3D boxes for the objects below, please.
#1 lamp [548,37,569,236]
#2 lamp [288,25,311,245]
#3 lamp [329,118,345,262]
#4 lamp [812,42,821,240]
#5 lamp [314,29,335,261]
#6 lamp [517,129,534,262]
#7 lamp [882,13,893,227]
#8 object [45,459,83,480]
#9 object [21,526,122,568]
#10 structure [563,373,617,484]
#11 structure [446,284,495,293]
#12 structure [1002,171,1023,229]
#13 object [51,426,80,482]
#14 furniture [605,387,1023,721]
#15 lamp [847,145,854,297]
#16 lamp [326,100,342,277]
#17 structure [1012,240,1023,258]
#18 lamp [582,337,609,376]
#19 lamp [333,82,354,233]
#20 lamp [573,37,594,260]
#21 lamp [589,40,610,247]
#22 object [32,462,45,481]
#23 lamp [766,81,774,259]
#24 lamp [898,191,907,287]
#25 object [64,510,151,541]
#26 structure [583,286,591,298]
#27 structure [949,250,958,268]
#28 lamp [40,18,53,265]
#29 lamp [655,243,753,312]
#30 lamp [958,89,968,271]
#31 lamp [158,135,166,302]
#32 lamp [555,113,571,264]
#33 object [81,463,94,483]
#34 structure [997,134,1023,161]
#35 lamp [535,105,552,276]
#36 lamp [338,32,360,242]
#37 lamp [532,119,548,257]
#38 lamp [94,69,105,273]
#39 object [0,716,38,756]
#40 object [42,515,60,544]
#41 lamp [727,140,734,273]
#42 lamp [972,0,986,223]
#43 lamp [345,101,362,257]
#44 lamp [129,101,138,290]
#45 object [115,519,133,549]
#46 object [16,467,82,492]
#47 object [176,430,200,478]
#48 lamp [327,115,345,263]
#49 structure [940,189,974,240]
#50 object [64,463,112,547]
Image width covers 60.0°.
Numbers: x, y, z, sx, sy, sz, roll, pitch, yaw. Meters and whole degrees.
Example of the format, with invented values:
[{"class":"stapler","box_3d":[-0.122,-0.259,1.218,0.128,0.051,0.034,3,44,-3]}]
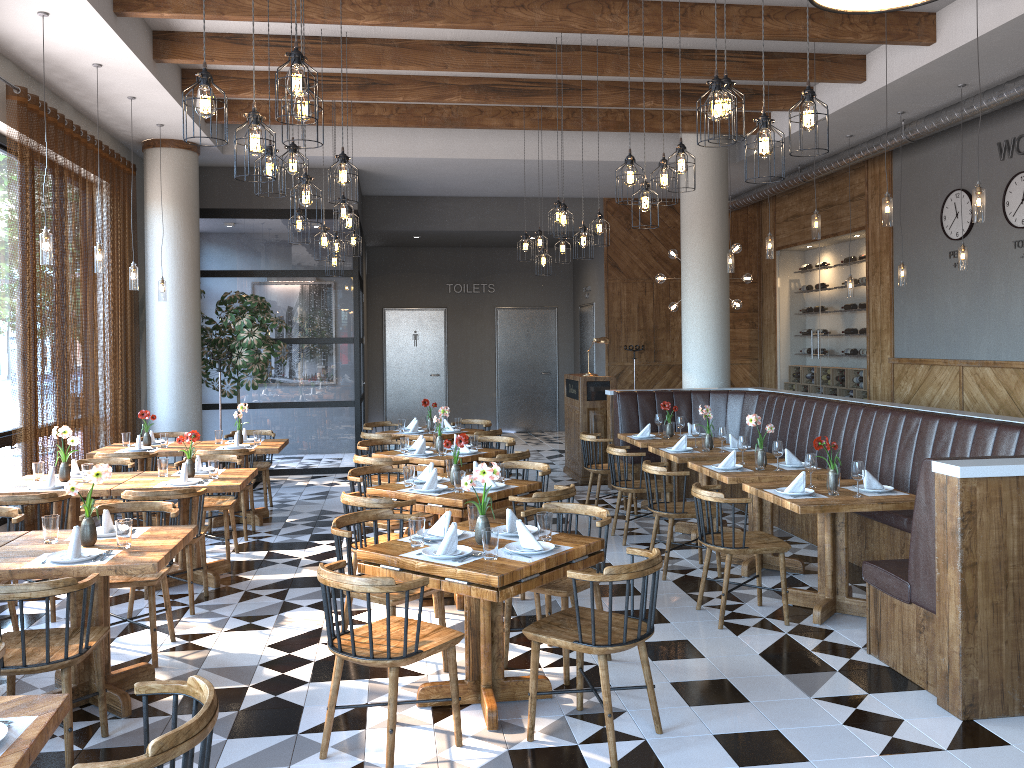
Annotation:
[{"class":"lamp","box_3d":[0.408,-2.377,7.957,0.175,2.070,0.175,-1,0,-25]},{"class":"lamp","box_3d":[-1.824,-2.231,7.553,0.175,2.070,0.175,0,0,43]},{"class":"lamp","box_3d":[-1.934,-2.377,9.728,0.175,2.070,0.175,-1,0,-6]},{"class":"lamp","box_3d":[2.742,-2.291,8.008,0.078,1.963,0.078,-1,0,27]},{"class":"lamp","box_3d":[-1.638,-2.108,7.676,0.175,2.070,0.175,-1,0,-13]},{"class":"lamp","box_3d":[0.141,-2.409,9.884,0.175,2.070,0.175,-1,0,25]},{"class":"lamp","box_3d":[2.900,-2.205,6.862,0.078,1.963,0.078,-1,0,11]},{"class":"object","box_3d":[-3.272,0.624,6.650,0.352,0.137,0.272,-1,2,-8]},{"class":"object","box_3d":[-2.013,0.732,4.067,0.352,0.137,0.272,-1,2,-8]},{"class":"structure","box_3d":[1.061,0.534,11.272,0.645,1.300,1.046,-1,1,-8]},{"class":"structure","box_3d":[-0.783,-1.807,16.746,0.916,0.166,0.035,-1,0,-8]},{"class":"structure","box_3d":[5.038,-1.813,8.725,0.046,0.560,0.561,-1,2,-8]},{"class":"object","box_3d":[-3.231,0.503,6.418,0.206,0.400,0.146,-1,1,-4]},{"class":"furniture","box_3d":[2.509,0.778,7.360,1.917,1.149,6.593,-1,3,-8]},{"class":"lamp","box_3d":[3.918,-1.990,10.277,0.078,1.963,0.078,-1,0,24]},{"class":"lamp","box_3d":[-1.917,-2.193,9.514,0.175,2.070,0.175,-1,0,5]},{"class":"structure","box_3d":[5.058,-1.325,8.716,0.021,0.199,0.369,-1,2,-8]},{"class":"lamp","box_3d":[1.030,-0.206,10.989,0.445,0.756,0.170,-1,1,-33]},{"class":"lamp","box_3d":[-1.447,-2.335,7.547,0.175,2.070,0.175,-1,0,-13]},{"class":"lamp","box_3d":[0.625,-2.145,7.871,0.175,2.070,0.175,-1,0,-25]},{"class":"lamp","box_3d":[0.781,-2.285,8.026,0.175,2.070,0.175,0,0,32]},{"class":"object","box_3d":[-3.449,0.638,6.453,0.080,0.132,0.080,0,1,27]},{"class":"lamp","box_3d":[2.608,-2.252,8.988,0.078,1.963,0.078,-1,0,-22]},{"class":"lamp","box_3d":[4.060,-2.001,9.235,0.078,1.963,0.078,-1,0,-22]},{"class":"object","box_3d":[-2.092,0.708,4.594,0.352,0.137,0.272,-1,2,-8]},{"class":"structure","box_3d":[1.339,-1.638,15.790,0.025,0.197,0.566,-1,2,-8]},{"class":"structure","box_3d":[4.915,-1.373,9.752,0.021,0.197,0.306,-1,2,-8]},{"class":"lamp","box_3d":[-3.280,-1.819,6.215,0.078,1.963,0.078,-1,0,0]},{"class":"lamp","box_3d":[2.756,-1.887,12.723,1.186,2.191,1.162,0,1,43]},{"class":"lamp","box_3d":[4.194,-2.040,8.256,0.078,1.963,0.078,-1,0,27]},{"class":"lamp","box_3d":[-3.715,-1.856,9.382,0.078,1.963,0.078,-1,0,24]},{"class":"lamp","box_3d":[0.547,-2.364,9.726,0.175,2.070,0.175,-1,0,2]},{"class":"object","box_3d":[-3.032,0.639,6.330,0.080,0.132,0.080,0,1,27]},{"class":"structure","box_3d":[5.174,-2.314,7.739,0.033,0.199,2.731,-1,3,-8]},{"class":"lamp","box_3d":[0.335,-2.233,9.786,0.175,2.070,0.175,0,0,36]},{"class":"lamp","box_3d":[-1.440,-2.289,7.755,0.175,2.070,0.175,-1,0,-24]},{"class":"lamp","box_3d":[0.302,-2.474,10.015,0.175,2.070,0.175,0,0,36]},{"class":"lamp","box_3d":[-3.438,-1.906,7.361,0.078,1.963,0.078,-1,0,-18]},{"class":"object","box_3d":[-1.358,0.817,2.142,0.272,0.137,0.352,-1,2,-8]},{"class":"object","box_3d":[-2.289,0.722,4.398,0.080,0.132,0.080,-1,1,-23]},{"class":"lamp","box_3d":[2.465,-2.241,10.029,0.078,1.963,0.078,-1,0,24]},{"class":"lamp","box_3d":[3.048,-2.042,5.800,0.078,1.963,0.078,0,0,32]},{"class":"lamp","box_3d":[-1.739,-2.433,9.657,0.175,2.070,0.175,-1,0,5]},{"class":"lamp","box_3d":[-3.572,-1.866,8.340,0.078,1.963,0.078,-1,0,-22]},{"class":"object","box_3d":[-1.872,0.723,4.275,0.080,0.132,0.080,-1,1,-23]},{"class":"object","box_3d":[-3.193,0.648,6.123,0.352,0.137,0.272,-1,2,-8]},{"class":"object","box_3d":[-2.353,0.514,6.454,0.156,0.355,0.171,-1,1,-29]},{"class":"lamp","box_3d":[-1.860,-2.314,9.300,0.175,2.070,0.175,-1,0,-29]},{"class":"structure","box_3d":[4.899,-1.859,9.737,0.046,0.560,0.561,-1,2,-8]},{"class":"object","box_3d":[-2.052,0.590,4.302,0.207,0.400,0.146,-1,1,-44]}]
